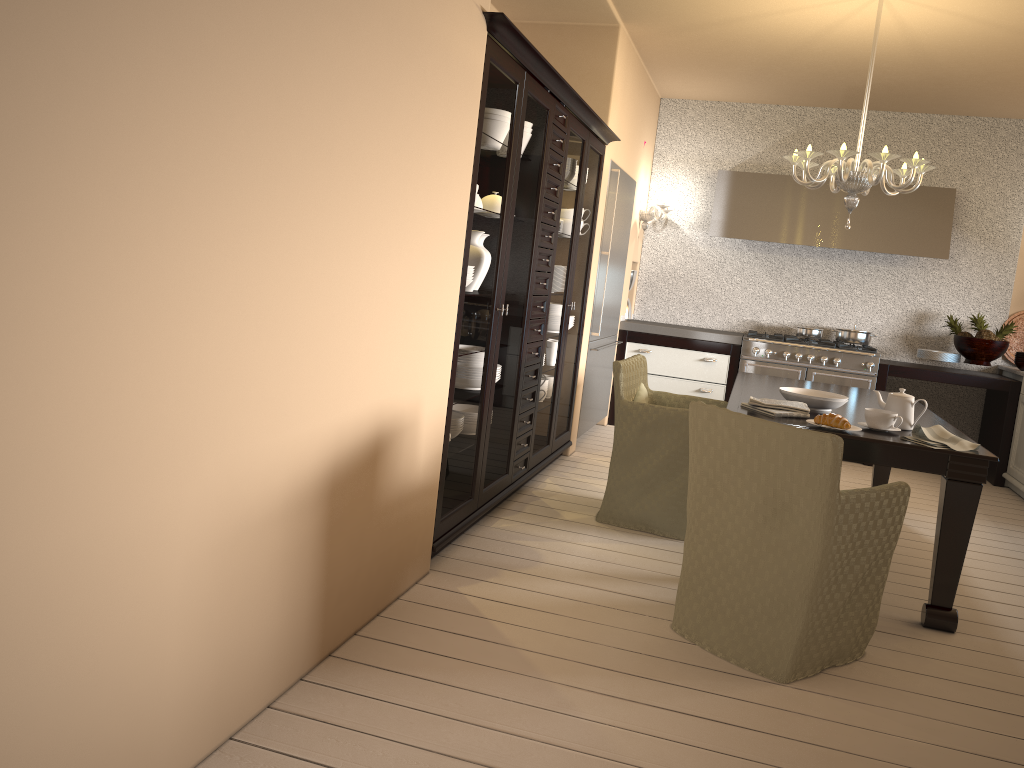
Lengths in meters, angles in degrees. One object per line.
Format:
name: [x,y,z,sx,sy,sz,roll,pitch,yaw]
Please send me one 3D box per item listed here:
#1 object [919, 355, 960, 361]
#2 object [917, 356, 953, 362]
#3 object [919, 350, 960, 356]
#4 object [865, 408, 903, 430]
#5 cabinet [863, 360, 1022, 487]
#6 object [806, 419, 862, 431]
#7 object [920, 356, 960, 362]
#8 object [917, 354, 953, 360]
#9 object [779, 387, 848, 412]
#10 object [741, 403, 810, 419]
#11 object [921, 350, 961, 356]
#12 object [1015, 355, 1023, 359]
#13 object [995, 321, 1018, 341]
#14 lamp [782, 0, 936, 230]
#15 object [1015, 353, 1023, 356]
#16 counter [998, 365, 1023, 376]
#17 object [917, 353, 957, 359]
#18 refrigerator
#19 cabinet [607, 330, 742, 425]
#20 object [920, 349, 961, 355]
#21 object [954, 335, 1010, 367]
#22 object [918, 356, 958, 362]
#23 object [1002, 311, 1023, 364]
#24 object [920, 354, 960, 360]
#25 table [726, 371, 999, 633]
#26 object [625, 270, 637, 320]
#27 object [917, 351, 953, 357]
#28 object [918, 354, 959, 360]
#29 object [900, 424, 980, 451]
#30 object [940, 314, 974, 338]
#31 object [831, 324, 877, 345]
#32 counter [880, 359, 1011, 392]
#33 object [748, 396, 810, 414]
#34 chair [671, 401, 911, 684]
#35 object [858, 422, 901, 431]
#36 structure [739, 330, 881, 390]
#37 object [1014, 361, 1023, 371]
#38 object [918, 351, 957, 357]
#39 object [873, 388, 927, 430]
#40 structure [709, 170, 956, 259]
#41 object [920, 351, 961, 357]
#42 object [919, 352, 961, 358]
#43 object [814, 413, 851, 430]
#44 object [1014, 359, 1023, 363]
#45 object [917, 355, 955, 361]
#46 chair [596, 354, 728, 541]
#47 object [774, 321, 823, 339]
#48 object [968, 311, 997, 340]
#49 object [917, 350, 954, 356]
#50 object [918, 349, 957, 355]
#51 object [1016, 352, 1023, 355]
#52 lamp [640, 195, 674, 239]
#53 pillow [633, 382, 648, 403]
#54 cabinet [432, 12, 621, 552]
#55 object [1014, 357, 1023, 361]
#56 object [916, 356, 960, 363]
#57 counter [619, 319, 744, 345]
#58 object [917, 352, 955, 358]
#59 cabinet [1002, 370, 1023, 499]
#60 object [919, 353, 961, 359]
object: [2.987,-0.180,6.211,0.278,0.011,0.279,7,8,2]
object: [2.986,-0.170,6.212,0.278,0.011,0.279,7,8,2]
object: [2.991,-0.214,6.208,0.278,0.011,0.279,7,8,2]
object: [1.393,0.137,3.345,0.125,0.069,0.116,8,7,8]
cabinet: [3.023,0.248,6.364,0.897,0.722,0.602,8,7,15]
object: [1.175,0.156,3.238,0.194,0.014,0.195,5,8,-9]
object: [2.987,-0.175,6.212,0.278,0.011,0.279,7,8,2]
object: [2.988,-0.183,6.211,0.278,0.011,0.279,7,8,2]
object: [1.282,0.070,3.782,0.282,0.065,0.282,8,8,9]
object: [1.041,0.104,3.511,0.164,0.026,0.233,4,8,-20]
object: [2.991,-0.217,6.208,0.278,0.011,0.279,7,8,2]
object: [3.527,-0.154,6.046,0.180,0.066,0.181,7,7,7]
object: [3.441,-0.326,6.285,0.275,0.283,0.139,7,6,0]
lamp: [1.690,-1.303,4.243,0.677,1.123,0.701,10,7,33]
object: [3.530,-0.166,6.044,0.180,0.064,0.180,10,8,23]
counter: [3.339,0.100,4.457,0.653,0.067,4.250,9,8,15]
object: [2.988,-0.192,6.211,0.278,0.011,0.279,7,8,2]
refrigerator: [0.358,-0.609,6.088,0.742,1.728,1.106,8,6,15]
cabinet: [1.268,-0.014,6.832,0.897,0.722,0.638,8,7,15]
object: [2.993,-0.222,6.207,0.278,0.011,0.279,7,8,2]
object: [3.305,-0.231,6.266,0.351,0.187,0.352,6,7,-2]
object: [2.987,-0.173,6.212,0.278,0.011,0.279,7,8,2]
object: [3.799,-0.327,6.480,0.431,0.428,0.064,8,6,15]
object: [2.989,-0.189,6.211,0.278,0.011,0.279,7,8,2]
table: [1.442,0.410,4.096,0.919,0.651,1.996,8,8,15]
object: [0.893,-0.713,7.040,0.155,0.392,0.155,7,6,4]
object: [2.990,-0.203,6.209,0.278,0.011,0.279,7,8,2]
object: [2.988,-0.186,6.211,0.278,0.011,0.279,7,8,2]
object: [1.521,0.184,3.135,0.204,0.063,0.198,3,8,-22]
object: [3.213,-0.364,6.370,0.138,0.283,0.280,3,7,-29]
object: [2.542,-0.373,6.588,0.265,0.145,0.267,3,8,-27]
counter: [3.059,-0.070,6.334,0.766,0.079,0.602,9,8,15]
object: [1.064,0.089,3.539,0.233,0.051,0.165,9,8,15]
chair: [0.882,0.488,2.846,0.561,0.798,0.566,2,8,-38]
object: [1.386,0.167,3.348,0.153,0.012,0.154,3,8,-24]
structure: [2.139,0.067,6.550,0.930,0.802,0.707,8,7,15]
object: [3.524,-0.113,6.050,0.180,0.063,0.181,6,7,-7]
object: [2.991,-0.206,6.209,0.278,0.011,0.279,7,8,2]
object: [1.507,0.093,3.460,0.198,0.155,0.118,9,7,21]
structure: [2.354,-1.263,6.612,1.664,0.508,0.481,9,7,15]
object: [2.991,-0.208,6.209,0.278,0.011,0.279,7,8,2]
object: [2.990,-0.200,6.210,0.278,0.011,0.279,7,8,2]
object: [1.170,0.133,3.226,0.138,0.051,0.062,11,8,34]
object: [3.525,-0.125,6.048,0.180,0.063,0.181,6,7,-7]
object: [2.987,-0.178,6.212,0.278,0.011,0.279,7,8,2]
chair: [0.727,0.302,4.111,0.562,0.798,0.564,9,7,21]
object: [2.191,-0.405,6.738,0.198,0.090,0.372,2,9,-33]
object: [3.293,-0.368,6.223,0.160,0.277,0.270,6,6,-3]
object: [2.991,-0.211,6.209,0.278,0.011,0.279,7,8,2]
object: [2.992,-0.219,6.208,0.278,0.011,0.279,7,8,2]
object: [3.535,-0.179,6.042,0.180,0.065,0.180,10,8,23]
lamp: [1.100,-1.288,6.890,0.269,0.339,0.481,8,7,13]
pillow: [0.647,0.156,4.147,0.192,0.294,0.441,8,7,14]
cabinet: [-0.218,-0.481,4.266,0.889,1.833,2.495,8,7,15]
object: [3.527,-0.139,6.047,0.180,0.063,0.181,6,7,-7]
object: [2.986,-0.167,6.213,0.278,0.011,0.279,7,8,2]
counter: [1.316,-0.404,6.808,0.897,0.062,0.602,9,8,15]
object: [2.990,-0.198,6.211,0.278,0.011,0.279,7,8,2]
cabinet: [3.349,0.512,4.484,0.847,0.768,4.233,8,8,15]
object: [2.989,-0.195,6.210,0.278,0.011,0.279,7,8,2]
